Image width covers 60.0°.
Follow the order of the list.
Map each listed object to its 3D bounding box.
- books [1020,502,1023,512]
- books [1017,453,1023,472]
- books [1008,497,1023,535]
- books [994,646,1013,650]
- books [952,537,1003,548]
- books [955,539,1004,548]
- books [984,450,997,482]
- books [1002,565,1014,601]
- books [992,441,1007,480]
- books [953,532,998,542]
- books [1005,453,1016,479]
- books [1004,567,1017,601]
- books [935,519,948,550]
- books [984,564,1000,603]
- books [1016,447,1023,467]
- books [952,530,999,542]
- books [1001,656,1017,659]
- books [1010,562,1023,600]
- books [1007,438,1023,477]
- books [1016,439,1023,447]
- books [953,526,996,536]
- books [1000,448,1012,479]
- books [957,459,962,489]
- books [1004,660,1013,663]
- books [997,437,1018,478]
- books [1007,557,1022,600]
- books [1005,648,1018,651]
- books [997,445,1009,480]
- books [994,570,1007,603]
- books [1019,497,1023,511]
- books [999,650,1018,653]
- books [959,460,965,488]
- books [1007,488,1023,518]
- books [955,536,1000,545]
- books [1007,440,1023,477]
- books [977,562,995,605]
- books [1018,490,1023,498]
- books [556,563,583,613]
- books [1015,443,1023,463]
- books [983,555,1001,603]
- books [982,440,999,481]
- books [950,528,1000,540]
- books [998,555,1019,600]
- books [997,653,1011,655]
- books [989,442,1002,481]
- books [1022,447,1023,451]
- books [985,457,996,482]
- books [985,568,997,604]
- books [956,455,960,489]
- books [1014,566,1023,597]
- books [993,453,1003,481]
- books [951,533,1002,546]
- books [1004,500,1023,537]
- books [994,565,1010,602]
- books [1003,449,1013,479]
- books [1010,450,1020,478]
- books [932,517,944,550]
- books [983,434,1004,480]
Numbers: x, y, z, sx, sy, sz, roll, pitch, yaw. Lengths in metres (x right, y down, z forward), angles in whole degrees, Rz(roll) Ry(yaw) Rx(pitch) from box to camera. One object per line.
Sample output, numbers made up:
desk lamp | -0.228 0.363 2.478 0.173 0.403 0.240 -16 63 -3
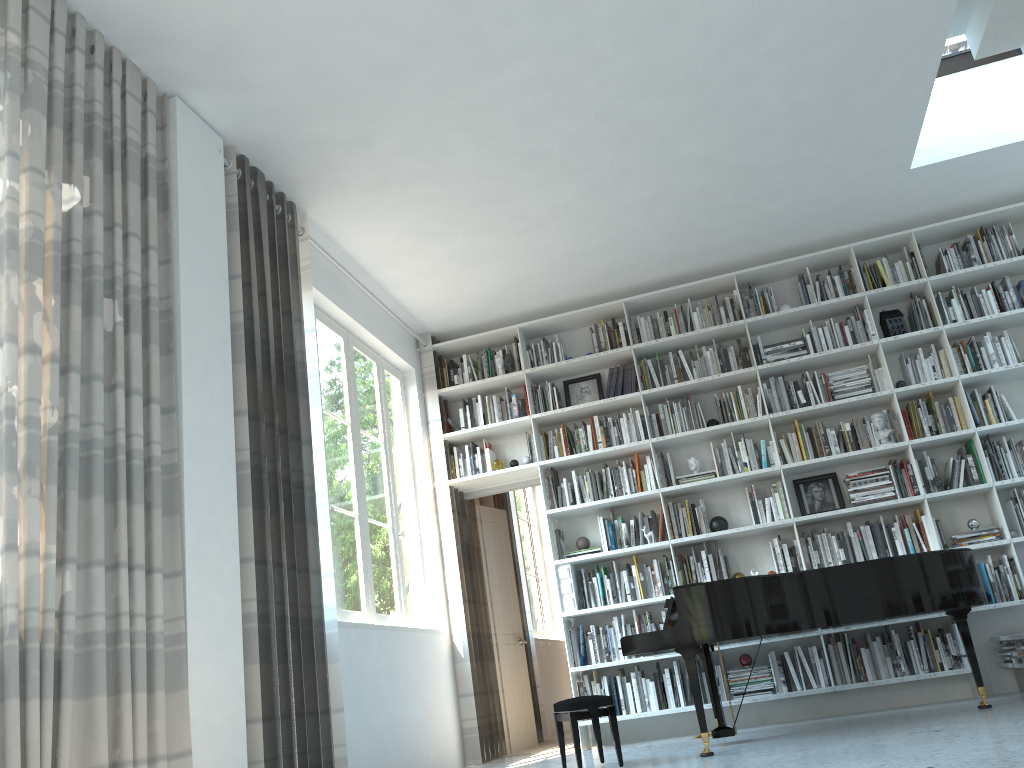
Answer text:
books | 3.326 0.890 5.786 0.015 0.239 0.153 -13 -19 12
books | 3.363 0.559 5.874 0.013 0.178 0.141 -13 -19 12
books | 3.290 0.879 5.771 0.023 0.261 0.187 -13 -19 12
books | 3.123 1.624 5.489 0.191 0.013 0.244 -11 -19 9
books | 3.025 1.037 5.768 0.285 0.012 0.160 -15 -20 17
books | 3.025 1.047 5.760 0.285 0.012 0.160 -14 -20 15
books | 3.189 0.571 5.927 0.011 0.238 0.137 -13 -19 12
books | 3.125 1.269 5.626 0.012 0.225 0.149 -13 -19 12
books | 3.235 0.531 5.901 0.005 0.282 0.159 -13 -19 12
books | 3.020 1.003 5.779 0.254 0.012 0.161 -15 -20 17
books | 3.286 0.566 5.875 0.013 0.185 0.184 -13 -19 12
books | 3.132 1.268 5.606 0.011 0.211 0.179 -13 -19 12
books | 2.845 1.015 5.895 0.030 0.209 0.137 -13 -19 12
books | 3.041 1.275 5.639 0.014 0.245 0.177 -13 -19 12
books | 3.370 0.536 5.880 0.008 0.222 0.134 -13 -19 12
books | 3.014 0.989 5.774 0.254 0.012 0.161 -13 -20 12
books | 3.138 1.678 5.469 0.179 0.012 0.262 -14 -20 15
books | 3.180 1.252 5.612 0.013 0.232 0.149 -13 -19 12
books | 3.347 0.512 5.894 0.006 0.284 0.160 -13 -19 12
books | 3.403 0.507 5.870 0.014 0.260 0.142 -13 -19 12
books | 3.012 0.967 5.783 0.254 0.012 0.161 -16 -21 21
books | 3.257 0.551 5.879 0.011 0.225 0.188 -13 -19 12
books | 2.994 0.628 5.966 0.090 0.214 0.139 -13 -19 12
books | 3.151 1.697 5.459 0.172 0.015 0.242 -13 -20 12
books | 3.291 0.511 5.888 0.014 0.296 0.175 -13 -19 12
books | 3.168 1.242 5.634 0.015 0.270 0.158 -13 -19 12
books | 3.155 1.629 5.478 0.136 0.013 0.259 -12 -20 10
books | 3.247 0.546 5.895 0.013 0.248 0.165 -13 -19 12
books | 3.092 1.291 5.638 0.013 0.201 0.139 -13 -19 12
books | 3.337 0.872 5.762 0.023 0.255 0.178 -13 -19 12
books | 3.134 1.645 5.480 0.188 0.009 0.211 -12 -20 11
books | 3.005 0.628 5.952 0.091 0.204 0.169 -13 -19 12
books | 3.303 0.850 5.777 0.010 0.315 0.187 -13 -19 12
books | 3.022 1.025 5.770 0.254 0.012 0.161 -15 -20 18
books | 3.325 0.520 5.881 0.012 0.266 0.183 -13 -19 12
books | 3.021 1.274 5.655 0.005 0.263 0.163 -13 -19 12
books | 3.359 0.848 5.761 0.030 0.293 0.189 -13 -19 12
books | 0.423 1.485 6.413 0.106 0.338 0.308 -13 -19 12
books | 3.377 0.524 5.872 0.015 0.237 0.177 -13 -19 12
books | 3.064 1.250 5.660 0.032 0.299 0.149 -13 -19 12
books | 3.195 0.537 5.920 0.018 0.294 0.178 -13 -19 12
books | 3.016 0.980 5.785 0.285 0.012 0.160 -14 -20 16
books | 3.144 1.233 5.620 0.021 0.284 0.173 -13 -19 12
books | 3.133 1.655 5.477 0.177 0.012 0.279 -11 -19 9
books | 3.207 0.541 5.914 0.006 0.280 0.155 -13 -19 12
books | 3.392 0.534 5.860 0.014 0.206 0.181 -13 -19 12
books | 3.178 0.595 5.914 0.015 0.187 0.168 -13 -19 12
books | 3.034 1.291 5.655 0.012 0.228 0.130 -13 -19 12
books | 2.986 0.615 5.963 0.094 0.237 0.150 -13 -19 12
books | 3.198 1.266 5.617 0.012 0.205 0.161 -13 -19 12
books | 3.223 0.577 5.906 0.013 0.203 0.154 -13 -19 12
books | 3.020 1.013 5.772 0.285 0.012 0.160 -14 -20 15
books | 3.279 0.892 5.792 0.012 0.253 0.161 -13 -19 12
books | 3.103 1.269 5.615 0.026 0.224 0.175 -13 -19 12
books | 3.273 0.555 5.887 0.013 0.217 0.161 -13 -19 12
books | 3.321 0.555 5.884 0.013 0.202 0.167 -13 -19 12
books | 2.816 1.012 5.902 0.027 0.228 0.141 -13 -19 12
books | 3.226 0.513 5.935 0.007 0.340 0.150 -13 -19 12
